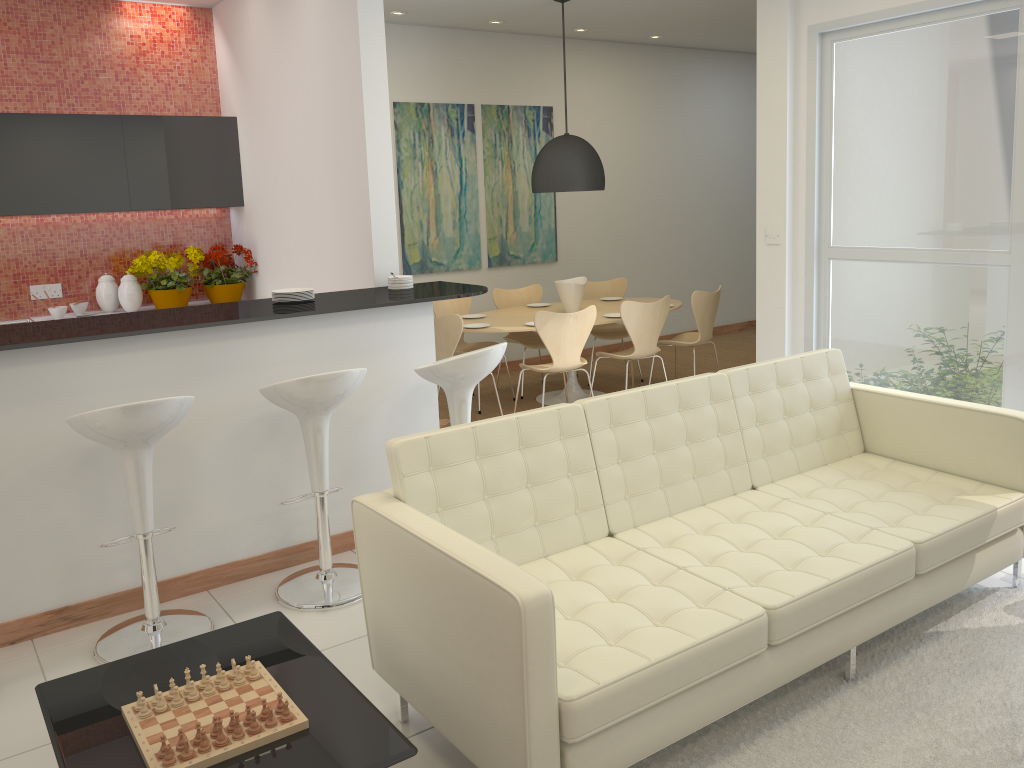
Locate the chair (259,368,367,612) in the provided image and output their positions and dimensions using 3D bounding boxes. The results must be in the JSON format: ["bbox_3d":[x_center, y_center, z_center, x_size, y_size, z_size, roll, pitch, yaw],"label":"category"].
[{"bbox_3d":[-0.833,0.416,3.852,0.458,1.012,0.468,-6,10,-23],"label":"chair"}]

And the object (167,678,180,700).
[{"bbox_3d":[-0.881,0.788,2.297,0.030,0.054,0.030,-7,11,-27],"label":"object"}]

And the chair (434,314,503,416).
[{"bbox_3d":[-0.417,-0.100,6.479,0.523,0.899,0.519,6,12,39],"label":"chair"}]

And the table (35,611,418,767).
[{"bbox_3d":[-0.757,1.046,2.288,0.704,0.418,0.922,-10,14,-34],"label":"table"}]

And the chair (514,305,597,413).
[{"bbox_3d":[0.318,-0.125,6.456,0.523,0.899,0.519,-7,11,-27],"label":"chair"}]

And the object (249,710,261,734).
[{"bbox_3d":[-0.622,0.812,2.136,0.030,0.054,0.030,-7,11,-27],"label":"object"}]

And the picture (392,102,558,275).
[{"bbox_3d":[-0.290,-1.827,8.225,1.746,1.493,0.020,-10,11,-34],"label":"picture"}]

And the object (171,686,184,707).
[{"bbox_3d":[-0.858,0.796,2.265,0.030,0.049,0.030,-7,11,-27],"label":"object"}]

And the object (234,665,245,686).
[{"bbox_3d":[-0.727,0.772,2.354,0.030,0.049,0.030,-7,11,-27],"label":"object"}]

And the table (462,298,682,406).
[{"bbox_3d":[0.489,-0.237,7.360,2.271,0.722,1.287,-10,14,-33],"label":"table"}]

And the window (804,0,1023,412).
[{"bbox_3d":[3.009,-0.758,4.612,0.121,2.689,3.452,-8,12,-34],"label":"window"}]

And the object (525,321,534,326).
[{"bbox_3d":[0.200,-0.450,6.647,0.210,0.015,0.212,-4,12,-8],"label":"object"}]

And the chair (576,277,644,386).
[{"bbox_3d":[0.865,-0.490,8.065,0.521,0.899,0.520,-4,10,-10],"label":"chair"}]

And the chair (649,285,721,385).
[{"bbox_3d":[1.450,-0.350,7.300,0.517,0.899,0.525,5,12,38],"label":"chair"}]

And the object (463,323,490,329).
[{"bbox_3d":[-0.270,-0.435,6.664,0.210,0.015,0.212,-5,12,-12],"label":"object"}]

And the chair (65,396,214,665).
[{"bbox_3d":[-1.433,0.528,3.443,0.458,1.012,0.468,-6,10,-23],"label":"chair"}]

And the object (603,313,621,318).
[{"bbox_3d":[0.821,-0.533,6.920,0.210,0.015,0.212,0,12,11],"label":"object"}]

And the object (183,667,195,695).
[{"bbox_3d":[-0.848,0.775,2.318,0.030,0.069,0.030,-7,10,-27],"label":"object"}]

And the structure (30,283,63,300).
[{"bbox_3d":[-3.291,-0.653,6.256,0.199,0.098,0.016,-10,12,-34],"label":"structure"}]

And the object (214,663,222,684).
[{"bbox_3d":[-0.782,0.770,2.364,0.030,0.054,0.030,-7,11,-27],"label":"object"}]

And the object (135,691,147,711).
[{"bbox_3d":[-0.946,0.805,2.253,0.030,0.043,0.030,-7,11,-27],"label":"object"}]

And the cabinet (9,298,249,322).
[{"bbox_3d":[-2.816,0.230,5.183,3.350,0.975,2.509,-10,14,-34],"label":"cabinet"}]

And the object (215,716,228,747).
[{"bbox_3d":[-0.688,0.817,2.090,0.030,0.069,0.030,-7,10,-27],"label":"object"}]

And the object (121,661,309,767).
[{"bbox_3d":[-0.750,0.836,2.222,0.362,0.021,0.362,-10,14,-34],"label":"object"}]

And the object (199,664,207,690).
[{"bbox_3d":[-0.815,0.771,2.341,0.030,0.063,0.030,-7,11,-27],"label":"object"}]

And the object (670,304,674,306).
[{"bbox_3d":[1.244,-0.650,7.387,0.210,0.015,0.212,2,13,20],"label":"object"}]

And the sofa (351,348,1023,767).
[{"bbox_3d":[0.812,0.516,3.264,2.576,0.914,1.006,-10,13,-34],"label":"sofa"}]

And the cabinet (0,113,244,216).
[{"bbox_3d":[-3.446,-1.437,5.840,3.256,0.653,0.354,-10,12,-34],"label":"cabinet"}]

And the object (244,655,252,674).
[{"bbox_3d":[-0.716,0.763,2.410,0.030,0.043,0.030,-7,11,-27],"label":"object"}]

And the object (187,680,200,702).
[{"bbox_3d":[-0.825,0.790,2.287,0.030,0.049,0.030,-7,11,-27],"label":"object"}]

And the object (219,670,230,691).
[{"bbox_3d":[-0.759,0.778,2.332,0.030,0.049,0.030,-7,11,-27],"label":"object"}]

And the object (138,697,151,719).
[{"bbox_3d":[-0.923,0.809,2.220,0.030,0.049,0.030,-7,11,-27],"label":"object"}]

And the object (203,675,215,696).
[{"bbox_3d":[-0.792,0.784,2.310,0.030,0.049,0.030,-7,11,-27],"label":"object"}]

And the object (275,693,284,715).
[{"bbox_3d":[-0.579,0.796,2.214,0.030,0.049,0.030,-7,11,-27],"label":"object"}]

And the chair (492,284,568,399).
[{"bbox_3d":[0.153,-0.389,7.725,0.523,0.899,0.519,-8,11,-30],"label":"chair"}]

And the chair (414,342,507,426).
[{"bbox_3d":[-0.234,0.304,4.265,0.466,1.012,0.460,6,12,41],"label":"chair"}]

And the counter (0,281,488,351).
[{"bbox_3d":[-1.428,-0.318,4.097,2.977,0.019,0.740,-11,15,-34],"label":"counter"}]

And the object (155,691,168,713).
[{"bbox_3d":[-0.890,0.803,2.242,0.030,0.049,0.030,-7,11,-27],"label":"object"}]

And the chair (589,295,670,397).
[{"bbox_3d":[0.922,-0.230,6.835,0.523,0.899,0.518,-9,12,-34],"label":"chair"}]

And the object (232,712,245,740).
[{"bbox_3d":[-0.655,0.813,2.113,0.030,0.063,0.030,-7,11,-27],"label":"object"}]

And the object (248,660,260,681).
[{"bbox_3d":[-0.694,0.766,2.377,0.030,0.049,0.030,-7,11,-27],"label":"object"}]

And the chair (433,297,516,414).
[{"bbox_3d":[-0.337,-0.274,7.279,0.517,0.899,0.525,4,12,34],"label":"chair"}]

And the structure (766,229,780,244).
[{"bbox_3d":[1.789,-1.014,6.079,0.013,0.103,0.114,-8,12,-34],"label":"structure"}]

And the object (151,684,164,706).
[{"bbox_3d":[-0.913,0.795,2.275,0.030,0.052,0.030,-11,13,-41],"label":"object"}]

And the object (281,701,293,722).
[{"bbox_3d":[-0.557,0.805,2.182,0.030,0.043,0.030,-7,11,-27],"label":"object"}]
